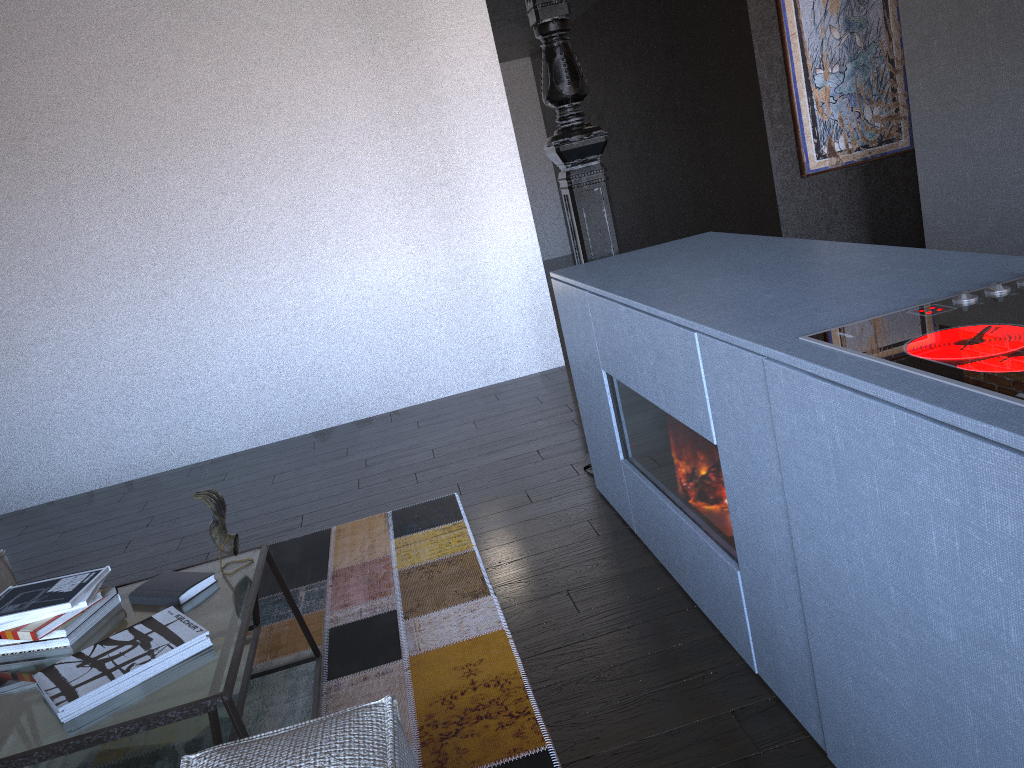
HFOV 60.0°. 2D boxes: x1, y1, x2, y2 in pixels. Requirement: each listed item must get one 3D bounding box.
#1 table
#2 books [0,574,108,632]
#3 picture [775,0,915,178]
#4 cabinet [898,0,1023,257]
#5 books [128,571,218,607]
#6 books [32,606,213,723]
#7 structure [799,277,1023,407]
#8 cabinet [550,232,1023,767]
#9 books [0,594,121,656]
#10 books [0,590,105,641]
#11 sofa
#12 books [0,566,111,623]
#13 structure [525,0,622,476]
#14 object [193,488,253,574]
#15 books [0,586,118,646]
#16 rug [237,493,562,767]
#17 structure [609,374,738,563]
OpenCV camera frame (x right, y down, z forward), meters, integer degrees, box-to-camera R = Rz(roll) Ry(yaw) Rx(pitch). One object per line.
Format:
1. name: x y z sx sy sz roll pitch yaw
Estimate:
1. table: -0.914 0.783 2.022 0.842 0.389 0.847 -15 14 -7
2. books: -1.133 0.526 2.136 0.268 0.014 0.196 -15 14 -8
3. picture: 1.980 -2.051 5.283 0.780 1.472 0.067 -15 14 -7
4. cabinet: 2.804 -0.977 2.672 0.713 1.811 4.169 -15 14 -7
5. books: -0.841 0.504 2.202 0.182 0.029 0.129 -5 16 29
6. books: -0.817 0.579 1.863 0.308 0.038 0.225 -23 17 -36
7. structure: 0.792 -0.056 1.154 0.504 0.057 0.762 -15 14 -7
8. cabinet: 0.773 0.218 1.831 0.607 0.845 2.956 -15 14 -7
9. books: -1.119 0.584 2.154 0.247 0.024 0.208 -10 14 12
10. books: -1.134 0.549 2.121 0.239 0.023 0.190 -6 15 27
11. sofa: -1.346 0.874 1.593 2.535 0.698 3.296 -15 14 -7
12. books: -1.136 0.512 2.132 0.268 0.014 0.196 -12 14 4
13. structure: -3.155 0.382 1.580 8.506 2.397 0.481 -20 15 -25
14. object: -0.748 0.366 2.252 0.099 0.223 0.093 -5 16 32
15. books: -1.125 0.563 2.149 0.251 0.023 0.208 -10 14 12
16. rug: -0.695 0.855 2.421 1.431 0.013 2.361 -15 14 -7
17. structure: 0.569 0.166 2.359 0.332 0.395 0.942 -15 14 -7
